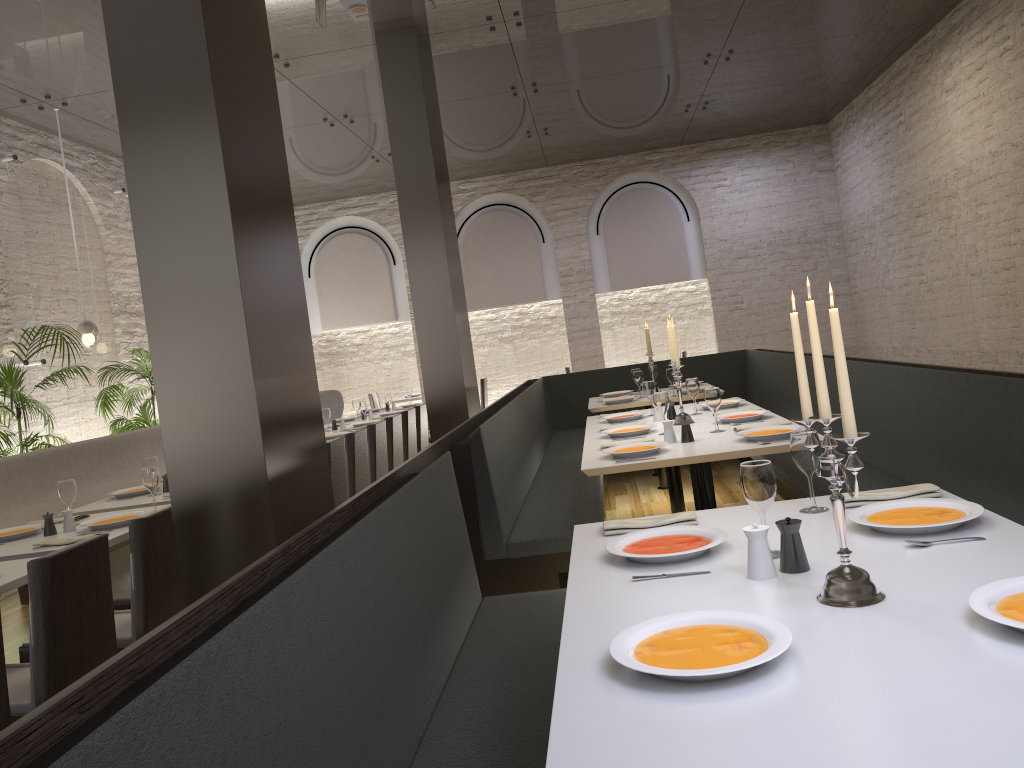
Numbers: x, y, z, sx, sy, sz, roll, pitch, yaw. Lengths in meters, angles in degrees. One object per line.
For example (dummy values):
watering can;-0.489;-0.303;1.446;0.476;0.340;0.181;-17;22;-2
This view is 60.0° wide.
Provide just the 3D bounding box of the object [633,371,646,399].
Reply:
object;1.085;0.005;7.541;0.086;0.231;0.087;-8;1;42

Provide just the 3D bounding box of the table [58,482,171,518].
table;-2.006;1.024;5.457;0.935;0.760;1.012;-8;2;6

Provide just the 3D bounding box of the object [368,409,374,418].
object;-1.591;0.329;9.962;0.059;0.109;0.059;-7;1;41

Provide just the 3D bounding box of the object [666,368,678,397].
object;1.310;-0.012;7.230;0.086;0.231;0.087;-8;1;42

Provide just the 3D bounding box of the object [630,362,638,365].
object;1.349;-0.126;9.703;0.086;0.231;0.086;-8;1;36

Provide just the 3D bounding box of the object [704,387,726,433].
object;1.062;0.136;4.641;0.086;0.231;0.086;-8;1;-42

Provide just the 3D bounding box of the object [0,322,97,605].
object;-3.512;0.590;6.359;1.142;1.974;1.192;-7;1;36

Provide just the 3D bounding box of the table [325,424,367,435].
table;-1.677;0.827;8.892;0.935;0.760;1.012;-8;2;6

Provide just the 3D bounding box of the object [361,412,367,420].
object;-1.665;0.341;9.923;0.059;0.109;0.059;-7;1;41

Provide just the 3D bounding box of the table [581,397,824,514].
table;1.024;0.617;5.183;1.100;0.759;2.542;-8;2;6

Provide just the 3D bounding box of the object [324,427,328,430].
object;-1.999;0.471;8.917;0.320;0.036;0.323;-6;3;43

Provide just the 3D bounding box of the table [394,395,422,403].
table;-1.255;0.544;13.989;0.935;0.760;1.012;-8;2;6

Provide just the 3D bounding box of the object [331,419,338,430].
object;-1.770;0.404;8.825;0.059;0.109;0.059;-7;1;41

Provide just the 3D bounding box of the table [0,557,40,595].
table;-2.226;1.155;3.171;0.935;0.760;1.012;-8;2;6

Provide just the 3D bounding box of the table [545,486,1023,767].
table;0.672;0.827;1.516;1.100;0.759;2.542;-8;2;6

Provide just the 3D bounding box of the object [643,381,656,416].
object;0.932;0.097;5.945;0.086;0.231;0.087;-8;0;18

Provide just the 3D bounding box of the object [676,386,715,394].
object;1.517;0.055;7.324;0.322;0.036;0.321;-9;3;-18

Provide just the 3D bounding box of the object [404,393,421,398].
object;-1.577;0.188;14.014;0.321;0.036;0.322;-6;3;41

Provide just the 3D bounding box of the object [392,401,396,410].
object;-1.482;0.264;11.097;0.059;0.109;0.059;-7;1;41

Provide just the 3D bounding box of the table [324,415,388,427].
table;-1.571;0.764;9.990;0.935;0.760;1.012;-8;2;6

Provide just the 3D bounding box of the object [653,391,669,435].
object;0.827;0.160;4.850;0.086;0.231;0.086;-8;0;6

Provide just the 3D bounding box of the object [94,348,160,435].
object;-3.322;0.476;8.360;1.148;1.974;1.185;-9;1;-44

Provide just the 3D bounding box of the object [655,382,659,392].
object;1.225;0.040;7.605;0.069;0.126;0.068;-8;1;-42

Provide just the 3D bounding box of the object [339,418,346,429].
object;-1.697;0.392;8.864;0.059;0.109;0.059;-7;1;41

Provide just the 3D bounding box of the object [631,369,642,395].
object;1.128;-0.020;7.993;0.086;0.231;0.087;-8;1;42

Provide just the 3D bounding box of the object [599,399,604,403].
object;0.893;0.133;7.670;0.272;0.033;0.143;-8;2;6

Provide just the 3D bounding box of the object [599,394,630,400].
object;0.908;0.124;7.824;0.272;0.033;0.143;-8;2;6

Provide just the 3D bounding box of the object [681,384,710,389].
object;1.586;0.034;7.751;0.272;0.033;0.143;-8;2;6

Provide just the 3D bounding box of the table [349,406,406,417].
table;-1.462;0.699;11.125;0.935;0.760;1.012;-8;2;6

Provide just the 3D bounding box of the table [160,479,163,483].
table;-1.895;0.957;6.613;0.935;0.760;1.012;-8;2;6

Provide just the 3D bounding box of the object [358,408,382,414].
object;-1.785;0.343;11.150;0.320;0.036;0.323;-6;3;43

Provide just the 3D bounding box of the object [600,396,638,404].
object;0.892;0.139;7.387;0.322;0.036;0.321;-9;3;-18

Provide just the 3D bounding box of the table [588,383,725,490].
table;1.268;0.471;7.728;1.100;0.760;1.189;-8;2;6

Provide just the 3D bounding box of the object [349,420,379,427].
object;-1.470;0.400;8.863;0.320;0.036;0.323;-6;3;43

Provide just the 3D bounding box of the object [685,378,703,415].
object;1.157;0.079;5.634;0.086;0.231;0.087;-8;0;18

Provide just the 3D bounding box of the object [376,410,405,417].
object;-1.364;0.337;9.961;0.320;0.036;0.323;-6;3;43

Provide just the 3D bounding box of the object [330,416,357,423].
object;-1.894;0.408;10.015;0.320;0.036;0.323;-6;3;43

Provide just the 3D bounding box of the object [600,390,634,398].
object;0.963;0.096;8.130;0.321;0.036;0.322;-8;2;1

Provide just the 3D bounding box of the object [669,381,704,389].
object;1.589;0.013;8.067;0.322;0.036;0.321;-10;3;-36

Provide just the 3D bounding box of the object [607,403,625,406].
object;0.866;0.162;7.183;0.185;0.010;0.017;-8;2;6

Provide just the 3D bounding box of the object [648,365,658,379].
object;1.311;-0.053;8.164;0.087;0.231;0.086;-8;0;-24

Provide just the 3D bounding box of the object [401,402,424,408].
object;-1.255;0.272;11.096;0.320;0.036;0.323;-6;3;43

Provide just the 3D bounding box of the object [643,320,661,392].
object;1.208;-0.236;7.735;0.131;0.657;0.391;-8;1;17

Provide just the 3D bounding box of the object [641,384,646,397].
object;1.148;0.050;7.637;0.069;0.126;0.068;-8;1;-42

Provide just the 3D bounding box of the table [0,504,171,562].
table;-2.117;1.090;4.298;0.935;0.760;1.012;-8;2;6

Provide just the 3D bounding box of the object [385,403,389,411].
object;-1.556;0.276;11.058;0.059;0.109;0.059;-7;1;41
